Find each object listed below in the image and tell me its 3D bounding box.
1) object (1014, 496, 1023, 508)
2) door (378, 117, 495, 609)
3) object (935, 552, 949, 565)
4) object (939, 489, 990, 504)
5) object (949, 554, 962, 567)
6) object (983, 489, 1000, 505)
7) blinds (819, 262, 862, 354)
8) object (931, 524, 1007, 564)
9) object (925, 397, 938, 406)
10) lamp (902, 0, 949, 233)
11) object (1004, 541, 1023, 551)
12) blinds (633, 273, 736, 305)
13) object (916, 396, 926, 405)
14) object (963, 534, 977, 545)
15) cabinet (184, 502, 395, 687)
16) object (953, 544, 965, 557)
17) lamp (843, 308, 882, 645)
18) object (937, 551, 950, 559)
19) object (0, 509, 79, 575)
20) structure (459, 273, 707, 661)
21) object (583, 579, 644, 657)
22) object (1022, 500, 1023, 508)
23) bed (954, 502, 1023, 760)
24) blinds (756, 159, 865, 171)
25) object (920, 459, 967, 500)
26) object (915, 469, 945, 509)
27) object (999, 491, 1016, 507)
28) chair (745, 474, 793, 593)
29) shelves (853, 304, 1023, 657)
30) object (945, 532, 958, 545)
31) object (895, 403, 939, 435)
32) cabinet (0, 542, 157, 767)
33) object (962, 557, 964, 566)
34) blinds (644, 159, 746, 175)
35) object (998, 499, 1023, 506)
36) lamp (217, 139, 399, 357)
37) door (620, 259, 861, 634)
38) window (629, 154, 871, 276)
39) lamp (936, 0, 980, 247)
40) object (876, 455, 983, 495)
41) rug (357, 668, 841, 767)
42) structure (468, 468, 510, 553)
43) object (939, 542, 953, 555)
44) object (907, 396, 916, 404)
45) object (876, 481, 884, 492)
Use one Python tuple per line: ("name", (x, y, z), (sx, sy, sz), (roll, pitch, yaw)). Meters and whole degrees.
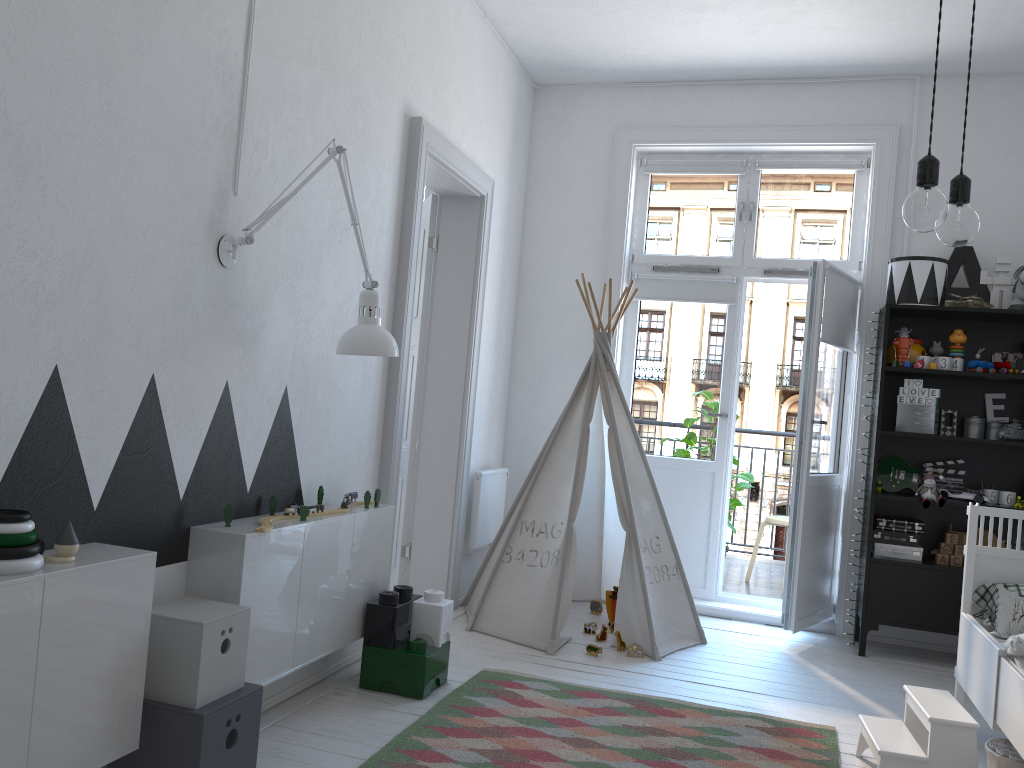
("object", (2.331, 0.543, 4.077), (0.042, 0.054, 0.031), (5, -1, -23))
("door", (-0.436, 0.023, 4.299), (0.505, 2.177, 1.465), (5, -1, 2))
("object", (2.037, 0.828, 4.199), (0.050, 0.050, 0.050), (5, -1, 17))
("object", (2.137, 0.533, 4.200), (0.230, 0.048, 0.098), (4, -2, 42))
("object", (2.093, 0.832, 4.182), (0.050, 0.050, 0.050), (4, -1, 22))
("object", (2.269, 0.534, 4.201), (0.067, 0.067, 0.067), (4, -2, 31))
("blinds", (1.672, -0.375, 4.493), (0.032, 0.390, 0.565), (4, -2, 37))
("object", (2.219, 0.780, 4.285), (0.337, 0.186, 0.111), (4, -1, 32))
("object", (1.991, 0.084, 4.206), (0.040, 0.040, 0.040), (6, -2, -43))
("lamp", (0.688, -1.017, 2.204), (0.074, 1.529, 1.381), (5, -1, -8))
("object", (2.388, 0.824, 4.326), (0.347, 0.120, 0.034), (4, -1, 17))
("blinds", (0.972, -0.538, 5.008), (0.565, 0.158, 0.032), (4, -1, 17))
("object", (1.952, 0.081, 4.230), (0.040, 0.040, 0.040), (4, -2, 32))
("object", (2.159, 0.738, 4.181), (0.050, 0.050, 0.050), (4, -2, 37))
("cabinet", (-0.684, 0.650, 2.879), (0.182, 0.454, 0.970), (5, -1, 17))
("object", (2.112, 0.784, 4.178), (0.050, 0.050, 0.050), (5, -1, 17))
("lamp", (2.188, 0.492, 4.307), (0.985, 1.684, 0.095), (5, -1, 15))
("object", (2.067, 0.832, 4.247), (0.050, 0.050, 0.050), (5, -1, 17))
("object", (-1.001, 0.311, 1.797), (0.148, 0.113, 0.231), (5, -1, 7))
("structure", (0.401, 0.314, 4.349), (1.143, 1.749, 1.143), (5, -1, -7))
("object", (0.542, 1.049, 4.181), (0.385, 0.283, 0.857), (5, -1, 9))
("object", (2.386, 0.548, 4.115), (0.042, 0.054, 0.031), (5, -1, 17))
("bed", (1.758, 0.835, 2.528), (0.670, 0.832, 1.404), (5, -1, 17))
("blinds", (1.624, -1.196, 4.840), (0.565, 0.060, 0.032), (4, -1, 17))
("object", (2.124, 0.462, 4.363), (0.200, 0.199, 0.048), (5, -1, 17))
("object", (1.957, 0.488, 4.134), (0.110, 0.186, 0.129), (5, -1, 4))
("object", (2.312, 0.536, 4.138), (0.067, 0.067, 0.067), (4, -2, 31))
("chair", (1.849, 0.960, 5.771), (0.498, 0.715, 0.436), (6, -1, -28))
("shelves", (2.194, 0.494, 4.239), (0.911, 1.677, 0.353), (5, -1, 17))
("object", (2.082, 0.732, 4.202), (0.050, 0.050, 0.050), (5, -1, 17))
("object", (1.949, 0.170, 4.268), (0.170, 0.138, 0.124), (4, -2, 32))
("cabinet", (-1.067, 0.584, 1.611), (0.182, 0.454, 0.970), (5, -1, 17))
("object", (2.122, 0.836, 4.229), (0.050, 0.050, 0.050), (5, -1, 17))
("blinds", (1.031, -1.229, 5.021), (0.565, 0.087, 0.032), (4, -1, 17))
("object", (2.399, 0.564, 4.275), (0.163, 0.034, 0.069), (4, -2, 17))
("lamp", (-0.613, -0.430, 2.732), (0.651, 0.655, 0.200), (6, -2, -39))
("door", (1.119, 0.274, 4.690), (1.263, 1.838, 0.637), (5, -1, 19))
("window", (1.307, -0.957, 4.946), (1.262, 0.660, 0.101), (5, -1, 17))
("lamp", (0.791, -1.006, 2.297), (0.074, 1.529, 1.381), (5, -1, -8))
("object", (2.090, 0.491, 4.400), (0.542, 0.239, 0.093), (4, -1, 18))
("rug", (0.221, 1.108, 2.342), (1.319, 0.016, 2.029), (4, -2, 17))
("structure", (-0.107, 0.690, 4.817), (0.075, 0.460, 0.636), (5, -1, 13))
("object", (2.063, 0.781, 4.214), (0.050, 0.050, 0.050), (5, -1, 17))
("object", (1.918, 0.079, 4.260), (0.040, 0.040, 0.040), (4, -1, 22))
("object", (1.821, 0.507, 4.400), (0.042, 0.054, 0.031), (4, -1, 27))
